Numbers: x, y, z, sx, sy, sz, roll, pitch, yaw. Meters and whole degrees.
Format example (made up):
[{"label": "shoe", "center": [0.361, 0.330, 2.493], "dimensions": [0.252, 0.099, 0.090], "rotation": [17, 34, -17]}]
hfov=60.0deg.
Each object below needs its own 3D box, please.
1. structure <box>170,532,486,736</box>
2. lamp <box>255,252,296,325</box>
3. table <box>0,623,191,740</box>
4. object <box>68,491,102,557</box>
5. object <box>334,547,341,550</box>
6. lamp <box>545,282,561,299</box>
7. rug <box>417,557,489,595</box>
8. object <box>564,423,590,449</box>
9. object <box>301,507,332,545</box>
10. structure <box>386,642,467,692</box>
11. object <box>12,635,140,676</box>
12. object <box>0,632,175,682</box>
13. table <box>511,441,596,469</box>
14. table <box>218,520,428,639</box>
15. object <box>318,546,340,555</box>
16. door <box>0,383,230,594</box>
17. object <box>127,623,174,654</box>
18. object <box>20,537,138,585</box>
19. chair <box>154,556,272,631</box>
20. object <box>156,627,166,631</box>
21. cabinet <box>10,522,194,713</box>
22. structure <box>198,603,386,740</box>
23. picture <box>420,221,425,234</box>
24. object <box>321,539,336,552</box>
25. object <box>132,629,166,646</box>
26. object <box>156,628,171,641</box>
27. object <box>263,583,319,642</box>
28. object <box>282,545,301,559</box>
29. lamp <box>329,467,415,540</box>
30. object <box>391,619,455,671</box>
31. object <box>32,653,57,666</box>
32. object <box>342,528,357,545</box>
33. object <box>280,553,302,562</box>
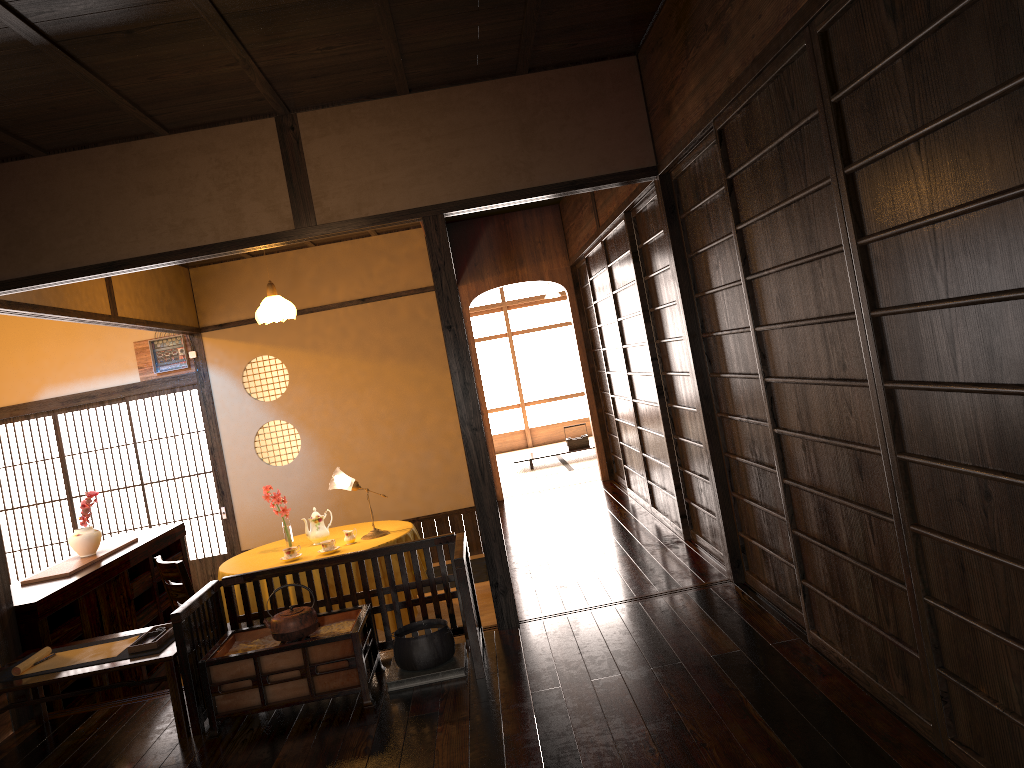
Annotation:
[{"label": "structure", "center": [-0.754, 1.055, 3.886], "dimensions": [1.197, 0.499, 0.597], "rotation": [-11, 1, -3]}, {"label": "lamp", "center": [-1.677, -0.820, 6.059], "dimensions": [0.249, 0.810, 0.277], "rotation": [-10, 0, 19]}, {"label": "table", "center": [-1.774, 1.328, 3.833], "dimensions": [0.880, 0.336, 0.600], "rotation": [-11, 1, -3]}, {"label": "object", "center": [-2.612, 0.857, 5.475], "dimensions": [0.189, 0.378, 0.321], "rotation": [-10, 1, 6]}, {"label": "object", "center": [-1.139, 1.053, 5.608], "dimensions": [0.126, 0.019, 0.029], "rotation": [-10, 1, 1]}, {"label": "lamp", "center": [0.404, -1.394, 10.307], "dimensions": [0.196, 0.798, 0.225], "rotation": [-10, 0, 5]}, {"label": "rug", "center": [-1.652, 1.823, 7.423], "dimensions": [2.955, 0.005, 0.901], "rotation": [-11, 2, -3]}, {"label": "object", "center": [0.749, 0.602, 10.294], "dimensions": [0.260, 0.258, 0.150], "rotation": [-11, 0, -3]}, {"label": "object", "center": [-1.330, 0.968, 6.086], "dimensions": [0.163, 0.252, 0.154], "rotation": [-10, 0, 11]}, {"label": "structure", "center": [-0.362, 1.218, 3.829], "dimensions": [0.330, 0.040, 0.330], "rotation": [-11, 2, -2]}, {"label": "object", "center": [-1.868, 1.153, 3.817], "dimensions": [0.430, 0.038, 0.275], "rotation": [-11, 2, -2]}, {"label": "object", "center": [-1.813, 1.163, 3.832], "dimensions": [0.760, 0.003, 0.405], "rotation": [-10, 2, 0]}, {"label": "table", "center": [0.598, 0.822, 10.285], "dimensions": [1.200, 0.118, 0.600], "rotation": [-11, 2, -3]}, {"label": "table", "center": [-1.257, 1.437, 6.037], "dimensions": [1.444, 0.695, 1.443], "rotation": [-11, 1, -2]}, {"label": "object", "center": [-1.166, 1.066, 5.652], "dimensions": [0.144, 0.024, 0.144], "rotation": [-12, 2, -42]}, {"label": "door", "center": [-3.955, 1.217, 7.991], "dimensions": [2.648, 2.000, 0.066], "rotation": [-11, 0, -3]}, {"label": "object", "center": [-1.548, 1.098, 3.847], "dimensions": [0.121, 0.028, 0.295], "rotation": [-11, 2, -2]}, {"label": "object", "center": [-2.576, 1.055, 5.344], "dimensions": [0.267, 0.020, 0.997], "rotation": [-11, 2, -2]}, {"label": "chair", "center": [-1.625, 1.399, 5.048], "dimensions": [0.579, 0.960, 0.489], "rotation": [-11, 0, -37]}, {"label": "object", "center": [-1.557, 1.095, 3.933], "dimensions": [0.040, 0.021, 0.040], "rotation": [-11, 2, -40]}, {"label": "cabinet", "center": [-2.475, 1.542, 5.313], "dimensions": [0.489, 0.971, 2.186], "rotation": [-10, 1, -2]}, {"label": "structure", "center": [-0.911, 1.190, 3.733], "dimensions": [0.666, 0.300, 0.453], "rotation": [-11, 1, -3]}, {"label": "picture", "center": [-0.631, -1.126, 6.208], "dimensions": [0.117, 0.565, 2.044], "rotation": [-10, 1, -2]}, {"label": "object", "center": [-1.170, 1.034, 5.648], "dimensions": [0.090, 0.076, 0.099], "rotation": [-11, 1, -18]}, {"label": "object", "center": [-1.560, 1.100, 3.806], "dimensions": [0.082, 0.019, 0.200], "rotation": [-11, 2, -2]}, {"label": "object", "center": [-1.514, 1.094, 3.861], "dimensions": [0.012, 0.012, 0.180], "rotation": [-10, 2, -2]}, {"label": "object", "center": [-0.928, 0.951, 3.735], "dimensions": [0.197, 0.216, 0.198], "rotation": [-10, 1, 36]}, {"label": "object", "center": [-1.406, 1.077, 5.639], "dimensions": [0.099, 0.076, 0.090], "rotation": [-10, 1, 22]}, {"label": "lamp", "center": [-0.897, 1.114, 5.973], "dimensions": [0.512, 1.203, 0.198], "rotation": [-10, 0, -2]}, {"label": "object", "center": [-0.381, 1.127, 3.831], "dimensions": [0.267, 0.147, 0.266], "rotation": [-11, 1, -36]}, {"label": "object", "center": [-2.026, 1.195, 3.844], "dimensions": [0.012, 0.010, 0.141], "rotation": [-10, 2, 13]}, {"label": "object", "center": [-1.070, 1.005, 5.855], "dimensions": [0.083, 0.098, 0.077], "rotation": [-11, 1, -33]}, {"label": "object", "center": [-1.404, 1.110, 5.641], "dimensions": [0.144, 0.024, 0.144], "rotation": [-12, 2, -42]}]
